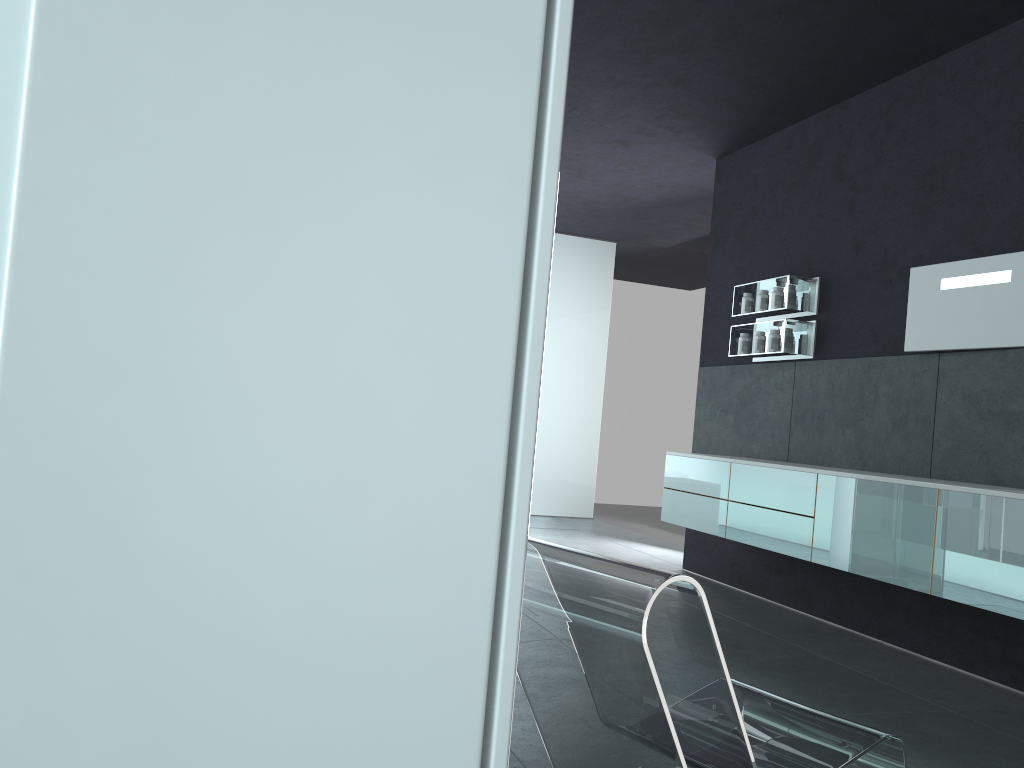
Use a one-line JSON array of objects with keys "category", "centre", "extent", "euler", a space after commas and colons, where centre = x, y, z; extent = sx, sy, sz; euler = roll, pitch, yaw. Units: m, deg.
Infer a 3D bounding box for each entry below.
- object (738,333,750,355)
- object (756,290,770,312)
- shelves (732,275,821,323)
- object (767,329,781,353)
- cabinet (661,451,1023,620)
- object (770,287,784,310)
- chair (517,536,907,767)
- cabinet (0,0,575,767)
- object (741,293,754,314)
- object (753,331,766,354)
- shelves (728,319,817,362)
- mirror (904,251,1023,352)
[{"category": "object", "centre": [1.884, -0.318, 7.194], "extent": [0.096, 0.184, 0.067], "euler": [6, -2, -27]}, {"category": "object", "centre": [1.982, -0.647, 6.999], "extent": [0.096, 0.184, 0.068], "euler": [5, -1, -10]}, {"category": "shelves", "centre": [2.052, -0.666, 6.953], "extent": [0.265, 0.285, 0.770], "euler": [6, -2, -19]}, {"category": "object", "centre": [2.015, -0.323, 6.813], "extent": [0.096, 0.184, 0.067], "euler": [6, -2, -21]}, {"category": "cabinet", "centre": [2.464, 0.812, 4.564], "extent": [0.734, 0.556, 5.583], "euler": [6, -3, -19]}, {"category": "object", "centre": [2.043, -0.650, 6.821], "extent": [0.096, 0.184, 0.067], "euler": [6, -2, -21]}, {"category": "chair", "centre": [0.582, 0.936, 2.684], "extent": [1.262, 0.870, 0.628], "euler": [7, -2, -37]}, {"category": "cabinet", "centre": [-1.117, -0.209, 3.512], "extent": [0.399, 2.214, 6.004], "euler": [5, -2, -19]}, {"category": "object", "centre": [1.912, -0.644, 7.201], "extent": [0.096, 0.184, 0.067], "euler": [6, -2, -27]}, {"category": "object", "centre": [1.953, -0.321, 6.992], "extent": [0.096, 0.184, 0.068], "euler": [5, -1, -10]}, {"category": "shelves", "centre": [2.023, -0.340, 6.945], "extent": [0.265, 0.285, 0.770], "euler": [6, -2, -19]}, {"category": "mirror", "centre": [3.193, -0.484, 3.877], "extent": [0.109, 0.532, 3.722], "euler": [5, -2, -20]}]
